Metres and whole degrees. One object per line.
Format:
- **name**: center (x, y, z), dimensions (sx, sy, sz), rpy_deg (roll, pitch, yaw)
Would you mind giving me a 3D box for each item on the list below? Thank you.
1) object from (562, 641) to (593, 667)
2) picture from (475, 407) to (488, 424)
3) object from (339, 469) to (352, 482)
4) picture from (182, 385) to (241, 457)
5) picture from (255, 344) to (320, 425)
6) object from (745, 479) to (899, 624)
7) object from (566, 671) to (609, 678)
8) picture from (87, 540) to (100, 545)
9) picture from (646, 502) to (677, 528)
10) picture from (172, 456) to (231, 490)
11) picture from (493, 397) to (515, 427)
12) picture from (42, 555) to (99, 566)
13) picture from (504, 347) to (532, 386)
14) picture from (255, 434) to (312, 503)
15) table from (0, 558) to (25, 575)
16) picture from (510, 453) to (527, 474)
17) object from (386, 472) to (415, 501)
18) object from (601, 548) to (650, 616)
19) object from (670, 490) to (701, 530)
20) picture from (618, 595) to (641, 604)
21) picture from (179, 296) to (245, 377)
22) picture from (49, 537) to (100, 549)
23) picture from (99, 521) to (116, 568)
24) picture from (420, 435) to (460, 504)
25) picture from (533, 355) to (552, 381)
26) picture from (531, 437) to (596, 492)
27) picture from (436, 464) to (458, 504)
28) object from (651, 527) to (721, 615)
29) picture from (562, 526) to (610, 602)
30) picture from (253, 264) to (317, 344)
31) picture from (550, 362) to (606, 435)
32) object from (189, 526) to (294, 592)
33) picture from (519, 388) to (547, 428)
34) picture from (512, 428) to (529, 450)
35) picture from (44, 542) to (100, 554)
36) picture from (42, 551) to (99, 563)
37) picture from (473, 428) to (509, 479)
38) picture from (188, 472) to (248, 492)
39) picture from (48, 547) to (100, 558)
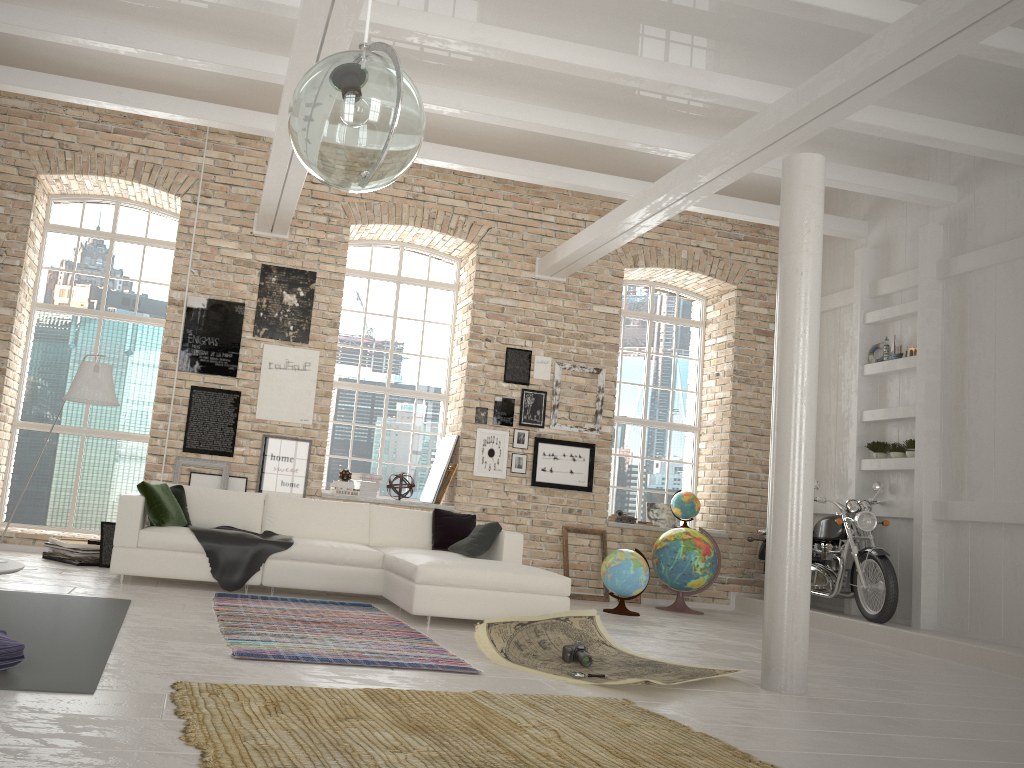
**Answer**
- **object**: center (0.388, 1.559, 5.158), dimensions (0.144, 0.124, 0.174), rpy_deg (8, -8, -15)
- **picture**: center (-0.331, 0.342, 9.659), dimensions (0.132, 0.178, 0.008), rpy_deg (6, -8, -6)
- **object**: center (-1.774, 0.975, 9.491), dimensions (0.147, 0.137, 0.139), rpy_deg (3, -8, 12)
- **picture**: center (-3.057, 0.382, 9.089), dimensions (0.497, 0.680, 0.066), rpy_deg (7, -8, -11)
- **picture**: center (-2.330, 0.006, 9.268), dimensions (0.574, 0.784, 0.037), rpy_deg (7, -8, -11)
- **object**: center (3.115, 1.612, 8.952), dimensions (0.781, 1.327, 2.260), rpy_deg (8, -9, -22)
- **object**: center (0.414, 1.552, 4.748), dimensions (0.219, 0.019, 0.101), rpy_deg (8, -9, -17)
- **picture**: center (-3.711, 1.477, 8.299), dimensions (0.299, 0.048, 0.374), rpy_deg (4, -8, 12)
- **picture**: center (1.790, 1.576, 10.656), dimensions (0.382, 0.292, 0.069), rpy_deg (7, -8, -11)
- **picture**: center (-3.098, 1.034, 8.845), dimensions (0.530, 0.582, 0.291), rpy_deg (7, -8, -13)
- **picture**: center (-0.087, 0.302, 9.715), dimensions (0.224, 0.306, 0.015), rpy_deg (7, -8, -11)
- **picture**: center (-3.827, 1.632, 8.237), dimensions (0.627, 0.048, 0.735), rpy_deg (0, -10, 35)
- **picture**: center (0.065, -0.193, 9.804), dimensions (0.288, 0.393, 0.019), rpy_deg (7, -8, -11)
- **picture**: center (-2.350, 0.920, 9.156), dimensions (0.505, 0.755, 0.012), rpy_deg (7, -8, -11)
- **table**: center (-2.750, 0.976, 4.094), dimensions (0.914, 0.342, 0.909), rpy_deg (6, -8, -1)
- **picture**: center (0.076, 0.864, 9.684), dimensions (0.171, 0.212, 0.012), rpy_deg (7, -8, -11)
- **object**: center (-1.192, 1.093, 9.545), dimensions (0.292, 0.307, 0.321), rpy_deg (9, -9, -24)
- **object**: center (1.067, 1.868, 8.460), dimensions (0.473, 0.630, 0.423), rpy_deg (1, -9, 25)
- **object**: center (2.012, 1.463, 10.345), dimensions (0.324, 0.464, 0.336), rpy_deg (6, -8, -10)
- **picture**: center (1.278, 2.211, 9.753), dimensions (0.260, 0.350, 0.098), rpy_deg (7, -8, -12)
- **picture**: center (-3.084, -0.487, 9.173), dimensions (0.575, 0.784, 0.037), rpy_deg (7, -8, -11)
- **picture**: center (-3.811, 1.482, 8.249), dimensions (0.734, 0.048, 0.626), rpy_deg (12, -10, -37)
- **picture**: center (-3.537, 1.454, 8.009), dimensions (0.310, 0.404, 0.204), rpy_deg (11, -10, -36)
- **picture**: center (-0.797, 0.943, 9.811), dimensions (0.237, 0.763, 0.607), rpy_deg (7, -8, -17)
- **picture**: center (0.336, -0.177, 9.864), dimensions (0.189, 0.258, 0.012), rpy_deg (7, -8, -11)
- **picture**: center (0.563, 0.886, 9.778), dimensions (0.695, 0.535, 0.032), rpy_deg (7, -8, -11)
- **picture**: center (-0.727, 1.086, 9.644), dimensions (0.167, 0.460, 0.374), rpy_deg (7, -8, -18)
- **object**: center (1.797, 1.948, 9.354), dimensions (0.613, 0.923, 0.699), rpy_deg (12, -10, -39)
- **picture**: center (0.795, 1.936, 9.600), dimensions (0.492, 0.747, 0.228), rpy_deg (7, -8, -12)
- **picture**: center (-2.387, -0.841, 9.377), dimensions (0.573, 0.783, 0.037), rpy_deg (7, -8, -11)
- **picture**: center (0.731, 0.163, 9.899), dimensions (0.588, 0.748, 0.026), rpy_deg (7, -8, -11)
- **object**: center (-2.249, 1.416, 7.268), dimensions (0.867, 0.463, 0.802), rpy_deg (8, -9, -16)
- **picture**: center (0.232, 0.268, 9.780), dimensions (0.284, 0.409, 0.010), rpy_deg (7, -8, -11)
- **picture**: center (0.097, 0.600, 9.721), dimensions (0.171, 0.212, 0.012), rpy_deg (7, -8, -11)
- **picture**: center (-3.824, 1.521, 8.271), dimensions (0.626, 0.048, 0.734), rpy_deg (0, -10, 33)
- **picture**: center (-3.843, 1.598, 8.273), dimensions (0.617, 0.048, 0.746), rpy_deg (3, -9, 21)
- **picture**: center (-0.223, 0.750, 9.629), dimensions (0.356, 0.513, 0.013), rpy_deg (7, -8, -11)
- **picture**: center (-2.965, 1.190, 8.925), dimensions (0.560, 0.568, 0.151), rpy_deg (7, -8, -12)
- **picture**: center (-3.800, 1.563, 8.267), dimensions (0.628, 0.048, 0.731), rpy_deg (-2, -12, 44)
